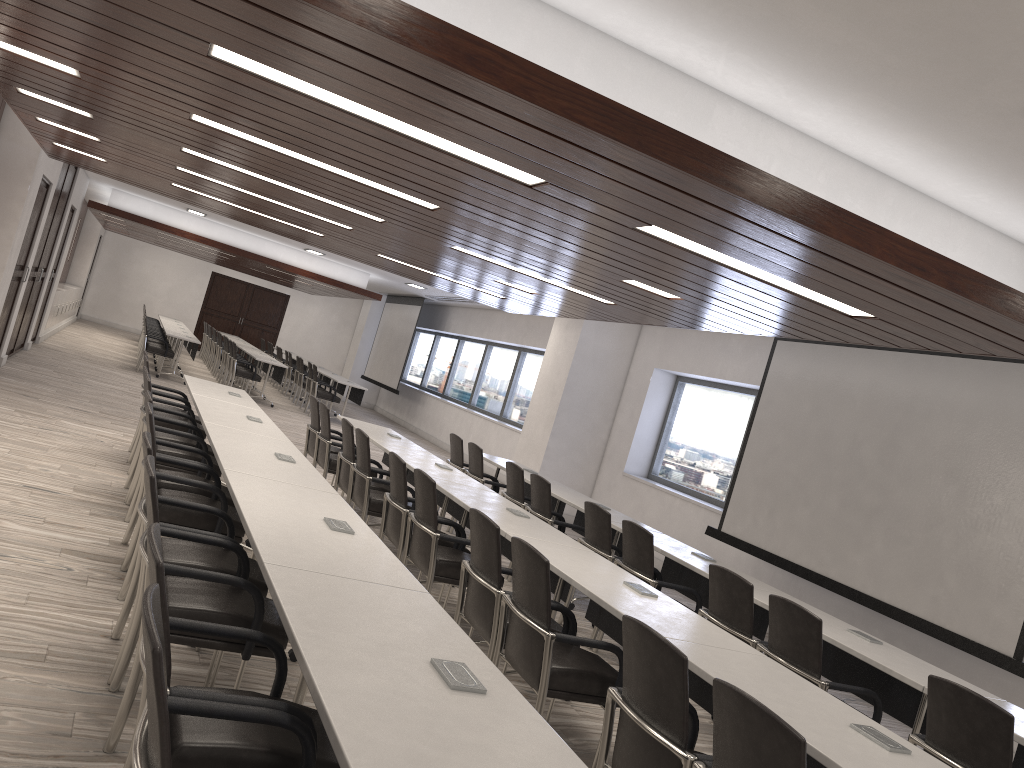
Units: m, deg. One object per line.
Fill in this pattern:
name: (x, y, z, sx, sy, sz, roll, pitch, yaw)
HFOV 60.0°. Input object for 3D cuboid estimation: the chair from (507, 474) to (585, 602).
chair: (0.354, 1.263, 7.233, 0.639, 0.939, 0.513, 17, 0, -23)

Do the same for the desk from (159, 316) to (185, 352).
desk: (-8.269, -1.148, 21.279, 0.577, 0.795, 1.509, 17, 0, -23)

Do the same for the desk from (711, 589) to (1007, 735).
desk: (1.718, 1.730, 4.816, 0.577, 0.795, 1.509, 17, 0, -23)

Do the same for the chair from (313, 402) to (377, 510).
chair: (-1.549, 0.699, 8.029, 0.639, 0.939, 0.513, 17, 0, -24)

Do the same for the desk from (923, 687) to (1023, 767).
desk: (2.295, 1.893, 3.427, 0.577, 0.795, 1.509, 17, 0, -23)

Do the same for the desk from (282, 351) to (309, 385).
desk: (-5.618, -0.349, 22.475, 0.577, 0.795, 1.509, 17, 0, -23)

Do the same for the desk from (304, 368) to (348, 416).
desk: (-3.878, 0.144, 18.287, 0.577, 0.795, 1.509, 17, 0, -23)

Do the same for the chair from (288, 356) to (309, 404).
chair: (-4.279, -0.050, 18.384, 0.639, 0.939, 0.513, 17, 0, -24)

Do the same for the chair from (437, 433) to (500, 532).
chair: (-0.438, 1.038, 9.100, 0.639, 0.939, 0.513, 17, 0, -23)

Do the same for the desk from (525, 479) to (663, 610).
desk: (0.555, 1.400, 7.615, 0.577, 0.795, 1.509, 17, 0, -23)

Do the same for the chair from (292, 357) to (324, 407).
chair: (-4.095, 0.002, 17.898, 0.639, 0.939, 0.513, 17, 0, -23)

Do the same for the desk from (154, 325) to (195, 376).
desk: (-6.529, -0.655, 17.091, 0.577, 0.795, 1.509, 17, 0, -23)

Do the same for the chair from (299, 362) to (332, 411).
chair: (-3.712, 0.110, 16.978, 0.639, 0.939, 0.513, 17, 0, -24)

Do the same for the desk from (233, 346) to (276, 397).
desk: (-5.194, -0.253, 17.693, 0.577, 0.795, 1.509, 17, 0, -23)

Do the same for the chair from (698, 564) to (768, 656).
chair: (1.308, 1.533, 4.913, 0.639, 0.939, 0.513, 17, 0, -24)

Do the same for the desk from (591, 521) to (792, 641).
desk: (1.137, 1.565, 6.214, 0.577, 0.795, 1.509, 17, 0, -23)

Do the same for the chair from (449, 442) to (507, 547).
chair: (-0.225, 1.099, 8.627, 0.639, 0.939, 0.513, 17, 0, -23)

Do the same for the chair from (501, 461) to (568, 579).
chair: (0.150, 1.205, 7.711, 0.639, 0.939, 0.513, 17, 0, -23)

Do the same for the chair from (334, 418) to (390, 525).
chair: (-1.172, 0.806, 7.106, 0.639, 0.939, 0.513, 17, 0, -23)

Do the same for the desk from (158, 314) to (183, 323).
desk: (-8.850, -1.313, 22.677, 0.577, 0.795, 1.509, 17, 0, -23)

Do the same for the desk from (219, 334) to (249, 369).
desk: (-6.934, -0.746, 21.881, 0.577, 0.795, 1.509, 17, 0, -23)

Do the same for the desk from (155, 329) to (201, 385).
desk: (-5.949, -0.491, 15.693, 0.577, 0.795, 1.509, 17, 0, -23)

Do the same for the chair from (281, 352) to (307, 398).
chair: (-4.671, -0.161, 19.288, 0.639, 0.939, 0.513, 17, 0, -23)

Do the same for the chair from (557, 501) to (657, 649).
chair: (0.724, 1.367, 6.308, 0.639, 0.939, 0.513, 17, 0, -23)

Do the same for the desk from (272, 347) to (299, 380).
desk: (-6.198, -0.513, 23.872, 0.577, 0.795, 1.509, 17, 0, -23)

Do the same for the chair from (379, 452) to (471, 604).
chair: (-0.598, 0.969, 5.719, 0.639, 0.939, 0.513, 17, 0, -23)

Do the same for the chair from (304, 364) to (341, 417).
chair: (-3.513, 0.167, 16.498, 0.639, 0.939, 0.513, 17, 0, -23)

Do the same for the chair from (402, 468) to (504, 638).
chair: (-0.380, 1.031, 5.239, 0.639, 0.939, 0.513, 17, 0, -24)

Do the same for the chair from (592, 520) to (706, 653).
chair: (0.935, 1.427, 5.831, 0.639, 0.939, 0.513, 17, 0, -24)

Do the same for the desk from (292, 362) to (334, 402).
desk: (-4.455, -0.019, 19.676, 0.577, 0.795, 1.509, 17, 0, -23)

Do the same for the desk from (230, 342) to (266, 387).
desk: (-5.771, -0.416, 19.083, 0.577, 0.795, 1.509, 17, 0, -23)

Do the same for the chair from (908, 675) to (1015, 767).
chair: (1.880, 1.695, 3.518, 0.639, 0.939, 0.513, 17, 0, -24)

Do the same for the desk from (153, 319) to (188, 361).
desk: (-7.687, -0.984, 19.878, 0.577, 0.795, 1.509, 17, 0, -23)

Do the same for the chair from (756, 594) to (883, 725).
chair: (1.504, 1.588, 4.429, 0.639, 0.939, 0.513, 17, 0, -23)

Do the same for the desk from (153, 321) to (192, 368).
desk: (-7.107, -0.819, 18.480, 0.577, 0.795, 1.509, 17, 0, -23)

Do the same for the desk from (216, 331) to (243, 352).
desk: (-7.514, -0.910, 23.279, 0.577, 0.795, 1.509, 17, 0, -23)

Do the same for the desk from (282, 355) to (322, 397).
desk: (-5.036, -0.184, 21.074, 0.577, 0.795, 1.509, 17, 0, -23)

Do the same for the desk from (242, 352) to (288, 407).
desk: (-4.613, -0.088, 16.295, 0.577, 0.795, 1.509, 17, 0, -23)

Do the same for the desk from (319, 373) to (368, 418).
desk: (-3.297, 0.309, 16.889, 0.577, 0.795, 1.509, 17, 0, -23)

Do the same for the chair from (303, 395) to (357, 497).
chair: (-1.748, 0.643, 8.514, 0.639, 0.939, 0.513, 17, 0, -24)

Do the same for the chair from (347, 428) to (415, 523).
chair: (-0.974, 0.862, 6.625, 0.639, 0.939, 0.513, 17, 0, -24)

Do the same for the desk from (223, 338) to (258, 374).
desk: (-6.352, -0.581, 20.481, 0.577, 0.795, 1.509, 17, 0, -23)

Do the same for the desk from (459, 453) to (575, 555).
desk: (-0.026, 1.236, 9.013, 0.577, 0.795, 1.509, 17, 0, -23)

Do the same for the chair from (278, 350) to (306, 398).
chair: (-4.869, -0.218, 19.770, 0.639, 0.939, 0.513, 17, 0, -23)
